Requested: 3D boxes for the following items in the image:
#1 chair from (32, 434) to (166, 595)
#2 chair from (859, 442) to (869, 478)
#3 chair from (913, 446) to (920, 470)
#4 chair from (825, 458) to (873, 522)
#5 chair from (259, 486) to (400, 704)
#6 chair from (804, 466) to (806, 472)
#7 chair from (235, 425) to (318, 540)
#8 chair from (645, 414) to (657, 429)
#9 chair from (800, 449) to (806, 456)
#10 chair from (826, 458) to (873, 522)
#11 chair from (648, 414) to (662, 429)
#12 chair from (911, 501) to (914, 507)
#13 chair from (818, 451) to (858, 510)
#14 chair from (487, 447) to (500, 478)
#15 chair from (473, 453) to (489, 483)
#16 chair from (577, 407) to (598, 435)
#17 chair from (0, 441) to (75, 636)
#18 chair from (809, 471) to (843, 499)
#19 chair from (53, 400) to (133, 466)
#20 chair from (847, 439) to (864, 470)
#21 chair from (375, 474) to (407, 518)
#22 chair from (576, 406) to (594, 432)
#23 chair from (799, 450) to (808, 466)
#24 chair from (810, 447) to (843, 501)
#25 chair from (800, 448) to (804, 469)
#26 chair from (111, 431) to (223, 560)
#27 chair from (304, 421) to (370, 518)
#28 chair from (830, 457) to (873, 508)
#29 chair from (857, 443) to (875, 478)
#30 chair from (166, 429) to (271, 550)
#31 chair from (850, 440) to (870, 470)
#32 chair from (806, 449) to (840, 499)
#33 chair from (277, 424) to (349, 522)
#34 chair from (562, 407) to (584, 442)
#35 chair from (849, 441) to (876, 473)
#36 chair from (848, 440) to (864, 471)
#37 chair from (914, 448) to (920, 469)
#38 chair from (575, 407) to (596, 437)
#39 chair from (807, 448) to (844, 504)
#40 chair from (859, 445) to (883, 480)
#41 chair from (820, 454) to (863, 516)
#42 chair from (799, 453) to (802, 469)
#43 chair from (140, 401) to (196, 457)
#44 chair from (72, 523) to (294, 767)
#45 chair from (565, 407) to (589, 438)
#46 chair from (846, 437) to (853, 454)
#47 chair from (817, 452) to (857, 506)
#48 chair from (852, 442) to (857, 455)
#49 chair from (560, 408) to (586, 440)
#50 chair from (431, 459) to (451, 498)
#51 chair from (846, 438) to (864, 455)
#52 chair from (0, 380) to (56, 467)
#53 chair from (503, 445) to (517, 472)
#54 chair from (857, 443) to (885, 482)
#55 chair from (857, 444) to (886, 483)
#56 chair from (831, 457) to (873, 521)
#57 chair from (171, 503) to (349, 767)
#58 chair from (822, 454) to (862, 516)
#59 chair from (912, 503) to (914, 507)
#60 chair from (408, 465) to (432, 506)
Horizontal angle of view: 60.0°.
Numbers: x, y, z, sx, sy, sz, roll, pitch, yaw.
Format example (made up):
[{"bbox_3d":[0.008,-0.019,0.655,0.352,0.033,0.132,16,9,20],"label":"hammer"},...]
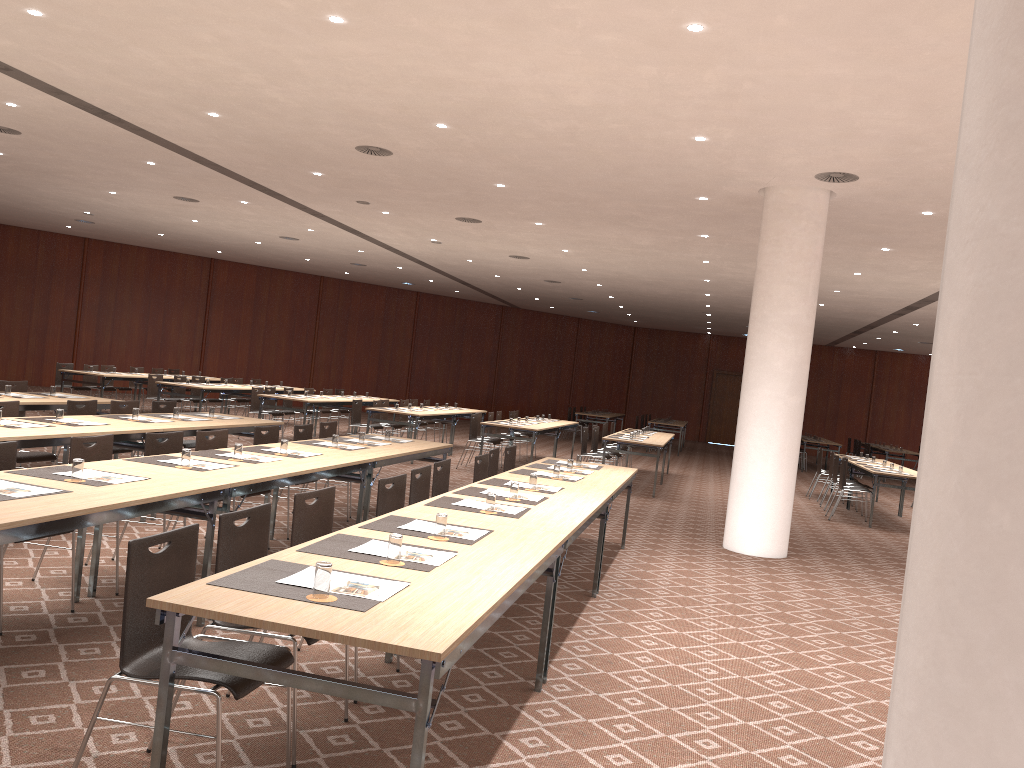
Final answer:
[{"bbox_3d":[-2.659,0.823,5.837,0.613,0.939,0.535,7,1,10],"label":"chair"},{"bbox_3d":[9.601,2.051,23.687,0.613,0.939,0.535,7,1,11],"label":"chair"},{"bbox_3d":[12.209,2.324,26.214,0.613,0.939,0.535,7,1,11],"label":"chair"},{"bbox_3d":[5.220,1.645,13.645,0.613,0.939,0.536,7,1,13],"label":"chair"},{"bbox_3d":[-0.911,1.032,4.557,0.613,0.939,0.536,7,1,16],"label":"chair"},{"bbox_3d":[7.547,1.820,23.610,0.613,0.939,0.536,7,1,14],"label":"chair"},{"bbox_3d":[-2.124,0.864,8.051,0.613,0.939,0.536,7,1,14],"label":"chair"},{"bbox_3d":[4.272,1.418,27.348,0.613,0.939,0.536,7,1,13],"label":"chair"},{"bbox_3d":[7.876,1.847,24.751,0.613,0.939,0.536,7,1,15],"label":"chair"},{"bbox_3d":[5.222,1.645,13.653,0.613,0.939,0.536,7,1,15],"label":"chair"},{"bbox_3d":[4.458,1.434,27.844,0.613,0.939,0.536,7,1,16],"label":"chair"},{"bbox_3d":[7.942,1.925,16.674,0.613,0.939,0.535,7,1,11],"label":"chair"},{"bbox_3d":[5.814,1.693,15.747,0.613,0.939,0.536,7,1,15],"label":"chair"},{"bbox_3d":[-0.055,1.095,8.347,0.613,0.939,0.535,7,1,10],"label":"chair"},{"bbox_3d":[-0.149,1.091,7.583,0.613,0.939,0.536,7,1,13],"label":"chair"},{"bbox_3d":[2.460,1.204,28.344,0.613,0.939,0.535,7,1,10],"label":"chair"},{"bbox_3d":[-2.830,0.812,4.924,0.613,0.939,0.536,7,1,14],"label":"chair"},{"bbox_3d":[6.066,1.710,17.055,0.613,0.939,0.536,7,1,14],"label":"chair"},{"bbox_3d":[-4.070,0.640,8.607,0.613,0.939,0.535,7,1,11],"label":"chair"},{"bbox_3d":[10.191,2.098,25.983,0.613,0.939,0.536,7,1,15],"label":"chair"},{"bbox_3d":[-0.630,1.056,5.454,0.613,0.939,0.536,7,1,15],"label":"chair"},{"bbox_3d":[2.287,1.190,27.774,0.613,0.939,0.536,7,1,10],"label":"chair"},{"bbox_3d":[7.543,1.820,23.595,0.613,0.939,0.536,7,1,13],"label":"chair"},{"bbox_3d":[6.058,1.710,17.018,0.613,0.939,0.535,7,1,13],"label":"chair"},{"bbox_3d":[7.903,1.849,24.870,0.613,0.939,0.536,7,1,16],"label":"chair"},{"bbox_3d":[-2.465,0.839,6.539,0.613,0.939,0.536,7,1,15],"label":"chair"},{"bbox_3d":[-1.847,0.884,9.434,0.613,0.939,0.535,7,1,12],"label":"chair"},{"bbox_3d":[5.484,1.669,14.286,0.613,0.939,0.536,7,1,15],"label":"chair"},{"bbox_3d":[9.708,2.057,24.460,0.613,0.939,0.536,7,1,14],"label":"chair"},{"bbox_3d":[-2.297,0.853,7.092,0.613,0.939,0.536,7,1,15],"label":"chair"},{"bbox_3d":[10.025,2.085,25.269,0.613,0.939,0.536,7,1,14],"label":"chair"},{"bbox_3d":[5.863,1.692,16.488,0.613,0.939,0.535,7,1,12],"label":"chair"},{"bbox_3d":[-1.936,0.880,8.694,0.613,0.939,0.535,7,1,11],"label":"chair"},{"bbox_3d":[1.781,1.152,25.536,0.613,0.939,0.535,7,1,10],"label":"chair"},{"bbox_3d":[9.701,2.056,24.431,0.613,0.939,0.535,7,1,12],"label":"chair"},{"bbox_3d":[10.050,2.087,25.377,0.613,0.939,0.535,7,1,11],"label":"chair"},{"bbox_3d":[12.206,2.323,26.200,0.613,0.939,0.536,7,1,14],"label":"chair"},{"bbox_3d":[2.246,1.191,27.070,0.613,0.939,0.535,7,1,11],"label":"chair"},{"bbox_3d":[5.862,1.692,16.486,0.613,0.939,0.536,7,1,13],"label":"chair"},{"bbox_3d":[9.610,2.052,23.726,0.613,0.939,0.536,7,1,13],"label":"chair"},{"bbox_3d":[5.577,1.674,14.891,0.613,0.939,0.535,7,1,12],"label":"chair"},{"bbox_3d":[7.614,1.822,24.207,0.613,0.939,0.536,7,1,13],"label":"chair"},{"bbox_3d":[-3.730,0.668,9.766,0.613,0.939,0.536,7,1,14],"label":"chair"},{"bbox_3d":[-1.143,1.018,3.182,0.613,0.939,0.535,7,1,11],"label":"chair"},{"bbox_3d":[1.956,1.167,26.109,0.613,0.939,0.536,7,1,13],"label":"chair"},{"bbox_3d":[10.271,2.101,26.653,0.613,0.939,0.535,7,1,11],"label":"chair"},{"bbox_3d":[5.816,1.693,15.758,0.613,0.939,0.536,7,1,14],"label":"chair"},{"bbox_3d":[10.191,2.098,25.981,0.613,0.939,0.535,7,1,11],"label":"chair"},{"bbox_3d":[1.736,1.153,24.812,0.613,0.939,0.536,7,1,15],"label":"chair"},{"bbox_3d":[-0.420,1.068,6.730,0.613,0.939,0.536,7,1,12],"label":"chair"},{"bbox_3d":[10.258,2.100,26.594,0.613,0.939,0.536,7,1,12],"label":"chair"},{"bbox_3d":[-5.694,0.442,10.280,0.613,0.939,0.536,7,1,14],"label":"chair"},{"bbox_3d":[0.097,1.108,8.862,0.613,0.939,0.536,7,1,14],"label":"chair"},{"bbox_3d":[9.404,2.034,23.113,0.613,0.939,0.535,7,1,11],"label":"chair"},{"bbox_3d":[9.393,2.033,23.068,0.613,0.939,0.535,7,1,11],"label":"chair"},{"bbox_3d":[5.479,1.668,14.264,0.613,0.939,0.535,7,1,11],"label":"chair"},{"bbox_3d":[-1.043,1.023,3.816,0.613,0.939,0.536,7,1,13],"label":"chair"},{"bbox_3d":[5.584,1.674,14.923,0.613,0.939,0.536,7,1,13],"label":"chair"},{"bbox_3d":[7.939,1.925,16.660,0.613,0.939,0.536,7,1,14],"label":"chair"},{"bbox_3d":[-0.519,1.062,6.134,0.613,0.939,0.536,7,1,12],"label":"chair"}]
